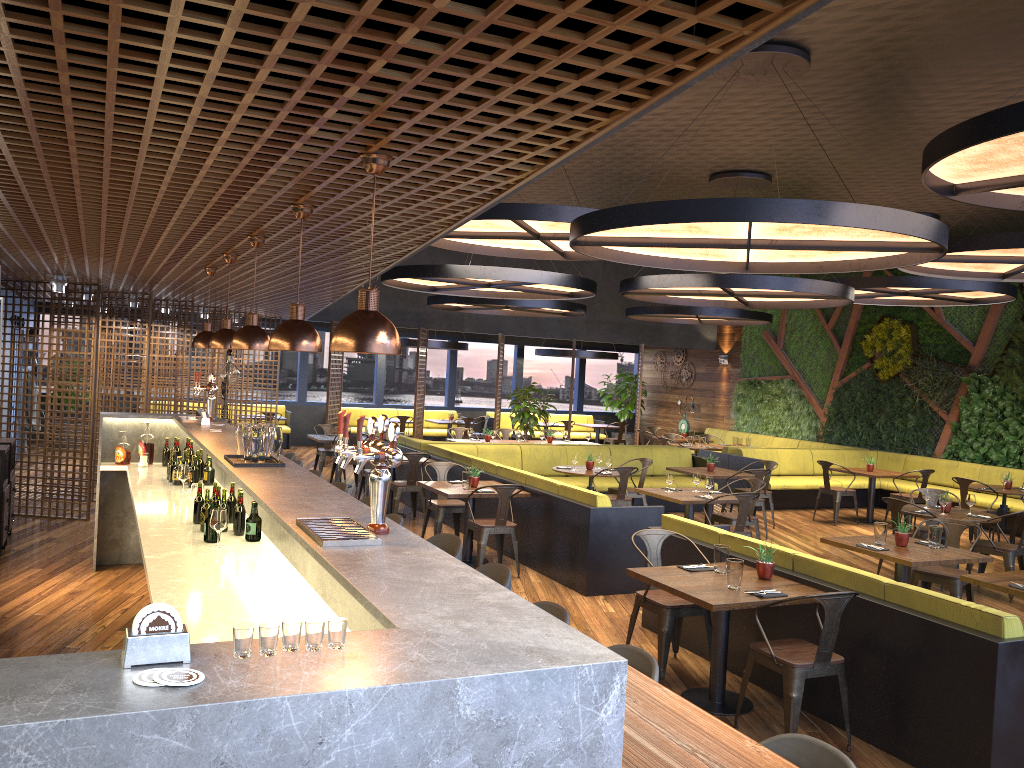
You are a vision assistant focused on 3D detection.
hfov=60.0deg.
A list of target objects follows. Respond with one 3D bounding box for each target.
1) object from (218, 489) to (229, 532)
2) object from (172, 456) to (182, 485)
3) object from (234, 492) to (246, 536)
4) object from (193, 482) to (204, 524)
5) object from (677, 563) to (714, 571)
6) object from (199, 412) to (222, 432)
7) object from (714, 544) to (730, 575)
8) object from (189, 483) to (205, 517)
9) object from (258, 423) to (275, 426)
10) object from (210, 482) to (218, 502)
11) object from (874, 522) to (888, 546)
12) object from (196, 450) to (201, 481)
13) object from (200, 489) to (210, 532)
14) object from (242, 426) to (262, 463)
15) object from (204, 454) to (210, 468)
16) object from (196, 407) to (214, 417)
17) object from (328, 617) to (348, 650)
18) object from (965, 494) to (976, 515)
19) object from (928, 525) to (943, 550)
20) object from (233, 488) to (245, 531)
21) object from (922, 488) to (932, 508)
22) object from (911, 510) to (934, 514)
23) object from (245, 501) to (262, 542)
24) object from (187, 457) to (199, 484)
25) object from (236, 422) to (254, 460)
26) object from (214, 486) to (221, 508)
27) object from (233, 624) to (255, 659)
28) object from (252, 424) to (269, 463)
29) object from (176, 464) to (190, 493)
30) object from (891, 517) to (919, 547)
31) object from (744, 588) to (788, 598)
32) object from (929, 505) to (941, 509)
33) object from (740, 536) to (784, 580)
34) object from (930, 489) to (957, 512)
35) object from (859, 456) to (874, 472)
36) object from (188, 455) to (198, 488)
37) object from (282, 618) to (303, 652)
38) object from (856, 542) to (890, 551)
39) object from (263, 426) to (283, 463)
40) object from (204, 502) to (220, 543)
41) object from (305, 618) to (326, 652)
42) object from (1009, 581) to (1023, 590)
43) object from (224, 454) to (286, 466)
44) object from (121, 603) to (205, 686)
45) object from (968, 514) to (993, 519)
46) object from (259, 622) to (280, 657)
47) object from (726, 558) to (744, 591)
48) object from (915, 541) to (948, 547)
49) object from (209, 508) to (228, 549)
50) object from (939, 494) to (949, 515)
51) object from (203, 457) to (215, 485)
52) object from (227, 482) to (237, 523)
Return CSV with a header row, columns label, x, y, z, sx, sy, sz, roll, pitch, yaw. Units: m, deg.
label,x,y,z,sx,sy,sz,roll,pitch,yaw
object,-1.714,0.749,5.269,0.063,0.254,0.063,3,1,3
object,-2.625,0.683,6.990,0.088,0.224,0.088,4,1,19
object,-1.592,0.758,5.193,0.063,0.254,0.063,3,1,-18
object,-1.931,0.734,5.472,0.063,0.254,0.063,3,1,-28
object,1.228,1.202,5.830,0.255,0.019,0.157,3,1,-26
object,-2.346,0.298,7.070,0.200,0.106,0.766,3,1,-25
object,1.346,1.131,5.707,0.102,0.178,0.102,2,1,-40
object,-2.031,0.747,5.719,0.097,0.206,0.097,4,1,24
object,-1.423,0.332,5.118,0.105,0.209,0.105,3,1,10
object,-1.851,0.738,5.516,0.063,0.254,0.063,4,1,37
object,2.933,1.196,7.058,0.102,0.178,0.102,4,1,30
object,-2.566,0.668,7.213,0.063,0.254,0.063,3,1,-22
object,-1.802,0.745,5.233,0.063,0.254,0.063,3,1,-22
object,-1.424,0.336,4.857,0.105,0.209,0.105,3,1,10
object,-2.485,0.672,7.251,0.063,0.254,0.063,4,1,37
object,-2.794,0.263,8.073,0.177,0.091,0.091,4,1,40
object,-0.367,0.523,1.859,0.042,0.059,0.042,3,1,-28
object,4.763,1.249,9.211,0.097,0.206,0.097,3,1,16
object,3.356,1.220,7.038,0.102,0.178,0.102,3,1,-20
object,-1.632,0.753,5.308,0.063,0.254,0.063,3,1,3
object,4.451,1.227,9.522,0.097,0.206,0.097,3,1,-18
object,4.259,1.316,9.152,0.255,0.019,0.157,3,1,-27
object,-1.470,0.781,5.053,0.088,0.224,0.088,4,1,29
object,-2.532,0.687,7.053,0.088,0.224,0.088,3,1,4
object,-1.524,0.327,5.063,0.105,0.209,0.105,3,1,10
object,-1.783,0.743,5.375,0.063,0.254,0.063,3,1,-33
object,-0.538,0.515,1.774,0.042,0.059,0.042,3,1,-28
object,-1.417,0.335,4.980,0.105,0.209,0.105,3,1,10
object,-2.458,0.708,6.629,0.097,0.206,0.097,3,1,6
object,3.111,1.159,7.080,0.238,0.271,0.260,3,1,14
object,1.480,1.227,5.216,0.255,0.019,0.157,3,1,-26
object,4.606,1.328,9.593,0.157,0.019,0.255,4,1,17
object,1.615,1.101,5.640,0.238,0.271,0.260,3,1,-20
object,4.525,1.200,9.262,0.260,0.271,0.238,3,1,14
object,5.380,1.177,13.331,0.260,0.271,0.238,3,1,14
object,-2.476,0.679,6.890,0.063,0.254,0.063,2,1,-37
object,-0.455,0.518,1.829,0.042,0.059,0.042,3,1,-28
object,2.807,1.271,6.946,0.157,0.019,0.255,3,1,-26
object,-1.322,0.342,4.892,0.105,0.209,0.105,3,1,10
object,-1.674,0.771,4.961,0.088,0.224,0.088,3,1,4
object,-0.410,0.521,1.840,0.042,0.059,0.042,3,1,-28
object,3.354,1.321,5.777,0.157,0.019,0.255,3,1,-26
object,-1.448,0.428,4.975,0.273,0.019,0.437,3,1,-25
object,-0.939,0.473,1.535,0.766,0.106,0.200,3,1,-25
object,4.751,1.346,9.039,0.255,0.019,0.157,4,1,43
object,-0.492,0.517,1.794,0.042,0.059,0.042,3,1,-28
object,1.325,1.137,5.284,0.102,0.178,0.102,3,1,10
object,3.421,1.300,7.199,0.157,0.019,0.255,3,1,-26
object,-1.600,0.787,4.838,0.097,0.206,0.097,3,1,6
object,4.425,1.233,9.084,0.097,0.206,0.097,4,1,37
object,-2.416,0.693,7.075,0.088,0.224,0.088,3,1,-31
object,-1.756,0.742,5.557,0.063,0.254,0.063,3,1,-23
